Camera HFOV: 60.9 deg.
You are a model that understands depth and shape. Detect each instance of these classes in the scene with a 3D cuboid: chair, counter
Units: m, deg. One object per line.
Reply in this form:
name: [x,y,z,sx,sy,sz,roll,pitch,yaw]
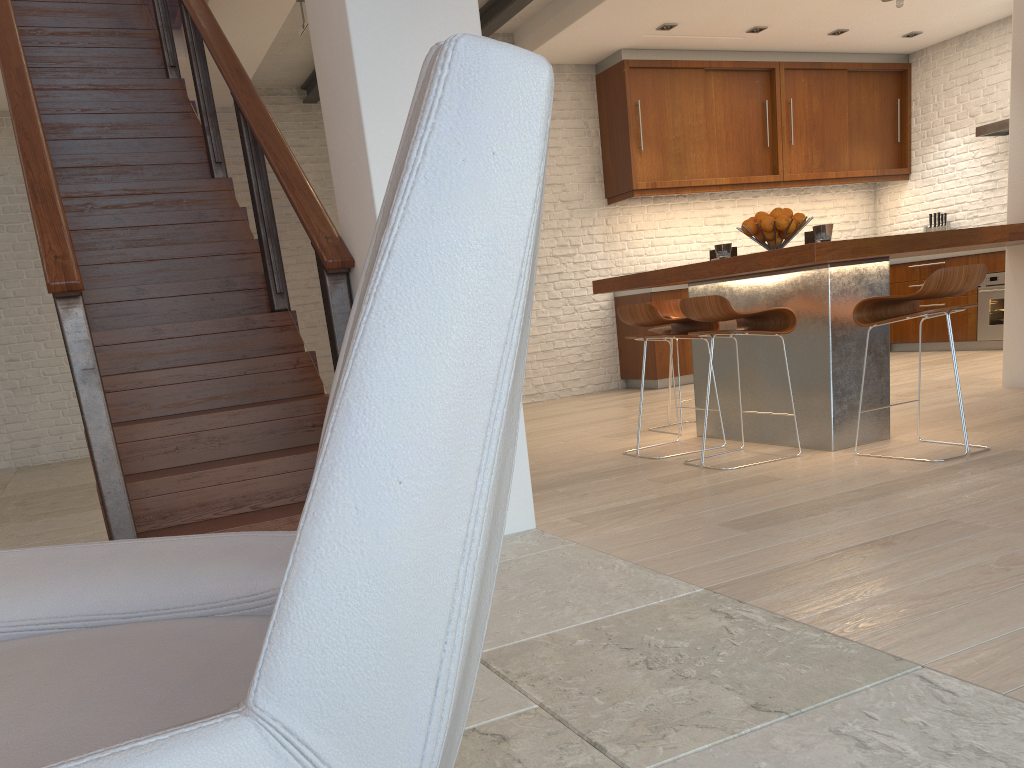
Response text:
chair: [1.035,-0.118,5.235,0.399,0.801,0.413,-12,13,-24]
chair: [1.772,-0.090,3.730,0.399,0.801,0.413,-12,13,-24]
chair: [0.795,-0.035,4.529,0.417,0.801,0.395,-12,13,-24]
counter: [3.196,-1.039,7.195,3.290,0.072,3.463,-9,5,-25]
counter: [1.980,-0.270,4.738,2.464,0.951,1.656,-9,7,-24]
chair: [1.028,-0.026,4.053,0.417,0.801,0.395,-12,13,-24]
chair: [-0.405,0.263,0.942,0.969,1.050,0.996,-8,10,-8]

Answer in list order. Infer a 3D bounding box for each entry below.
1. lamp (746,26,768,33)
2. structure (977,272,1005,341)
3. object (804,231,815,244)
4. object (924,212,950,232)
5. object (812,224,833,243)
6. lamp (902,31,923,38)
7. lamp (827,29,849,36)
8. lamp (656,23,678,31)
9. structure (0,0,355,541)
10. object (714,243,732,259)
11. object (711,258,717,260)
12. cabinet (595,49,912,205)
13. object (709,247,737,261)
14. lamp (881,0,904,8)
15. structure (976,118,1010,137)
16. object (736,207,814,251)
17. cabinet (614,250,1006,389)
lamp: [1.999,-2.914,7.121,0.122,0.057,0.121,-10,7,-25]
structure: [4.511,-0.704,7.603,0.494,0.596,0.657,-11,10,-25]
object: [1.426,-0.676,4.098,0.094,0.085,0.110,-3,9,20]
object: [4.180,-1.491,8.580,0.066,0.387,0.315,-13,12,-25]
object: [1.411,-0.676,3.955,0.091,0.087,0.088,-8,9,-10]
lamp: [3.593,-3.157,7.825,0.122,0.057,0.121,-10,7,-25]
lamp: [2.796,-3.036,7.473,0.122,0.057,0.121,-10,7,-25]
lamp: [1.201,-2.793,6.769,0.122,0.057,0.121,-10,7,-25]
structure: [-0.339,-1.576,3.513,13.676,4.281,9.981,-9,6,-24]
object: [1.105,-0.686,4.555,0.089,0.087,0.089,-11,10,-27]
object: [1.109,-0.655,4.646,0.202,0.036,0.282,-9,5,-25]
cabinet: [2.378,-2.427,8.204,3.299,1.208,0.450,-9,13,-23]
object: [1.139,-0.687,4.698,0.093,0.085,0.112,-11,9,-25]
lamp: [2.848,-2.859,6.404,0.444,0.176,0.442,-9,6,-25]
structure: [4.419,-2.680,7.165,0.452,1.025,0.966,-12,11,-25]
object: [1.304,-0.751,4.326,0.366,0.229,0.352,-2,8,30]
cabinet: [3.344,-1.623,7.450,4.788,2.928,2.189,-3,11,29]
